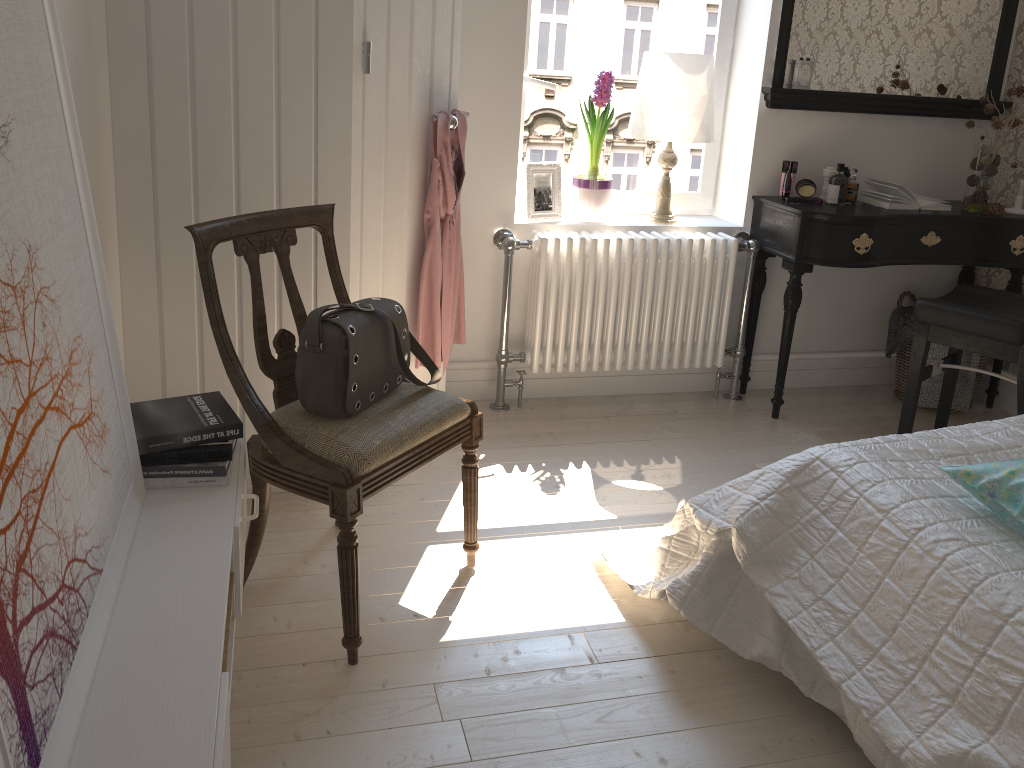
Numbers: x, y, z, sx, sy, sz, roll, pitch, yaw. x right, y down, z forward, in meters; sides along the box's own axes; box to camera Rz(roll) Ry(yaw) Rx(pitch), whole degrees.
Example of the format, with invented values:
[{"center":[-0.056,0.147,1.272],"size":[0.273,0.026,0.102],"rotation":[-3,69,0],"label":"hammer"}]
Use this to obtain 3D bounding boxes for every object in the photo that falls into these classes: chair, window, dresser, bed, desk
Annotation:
[{"center":[-0.413,0.064,2.118],"size":[0.543,0.868,0.529],"rotation":[13,19,28],"label":"chair"},{"center":[0.459,-1.538,3.411],"size":[0.949,1.738,0.113],"rotation":[-1,16,-15],"label":"window"},{"center":[-0.602,-1.009,2.620],"size":[1.025,2.518,0.719],"rotation":[-1,16,-15],"label":"dresser"},{"center":[1.518,0.470,1.706],"size":[2.211,0.616,2.008],"rotation":[-2,20,-15],"label":"bed"},{"center":[1.669,-0.121,3.025],"size":[0.461,0.840,0.465],"rotation":[-12,23,-43],"label":"chair"},{"center":[1.517,-0.304,3.550],"size":[1.105,0.802,0.447],"rotation":[-1,17,-15],"label":"desk"}]

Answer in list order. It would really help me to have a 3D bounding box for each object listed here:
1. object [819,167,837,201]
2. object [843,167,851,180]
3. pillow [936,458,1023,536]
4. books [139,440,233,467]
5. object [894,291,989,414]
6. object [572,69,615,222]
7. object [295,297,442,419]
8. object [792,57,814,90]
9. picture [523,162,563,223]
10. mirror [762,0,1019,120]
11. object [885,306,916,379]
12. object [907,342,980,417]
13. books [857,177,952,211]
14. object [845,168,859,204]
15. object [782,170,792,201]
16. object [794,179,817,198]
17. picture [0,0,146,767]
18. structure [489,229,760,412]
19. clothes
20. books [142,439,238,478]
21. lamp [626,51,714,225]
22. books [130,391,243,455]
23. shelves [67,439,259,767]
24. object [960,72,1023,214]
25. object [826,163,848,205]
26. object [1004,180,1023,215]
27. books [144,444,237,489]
[{"center":[1.252,-0.790,3.487],"size":[0.058,0.131,0.058],"rotation":[15,19,33],"label":"object"},{"center":[1.321,-0.802,3.532],"size":[0.058,0.131,0.058],"rotation":[15,19,33],"label":"object"},{"center":[1.049,0.231,1.602],"size":[0.362,0.164,0.393],"rotation":[0,20,-10],"label":"pillow"},{"center":[-0.689,0.109,1.781],"size":[0.240,0.027,0.196],"rotation":[-3,21,-17],"label":"books"},{"center":[1.792,-0.132,3.683],"size":[0.395,0.421,0.402],"rotation":[9,18,15],"label":"object"},{"center":[0.321,-0.916,3.399],"size":[0.157,0.563,0.160],"rotation":[-5,18,-29],"label":"object"},{"center":[-0.343,-0.086,2.092],"size":[0.214,0.242,0.408],"rotation":[13,21,27],"label":"object"},{"center":[1.117,-1.193,3.388],"size":[0.072,0.118,0.038],"rotation":[1,16,-10],"label":"object"},{"center":[0.120,-0.728,3.350],"size":[0.177,0.220,0.051],"rotation":[-9,20,-34],"label":"picture"},{"center":[1.522,-1.342,3.452],"size":[1.118,0.558,0.068],"rotation":[-2,16,-15],"label":"mirror"},{"center":[1.723,-0.135,3.664],"size":[0.367,0.324,0.311],"rotation":[-1,18,-14],"label":"object"},{"center":[1.775,-0.107,3.646],"size":[0.292,0.347,0.356],"rotation":[11,19,22],"label":"object"},{"center":[1.545,-0.752,3.483],"size":[0.279,0.093,0.232],"rotation":[-1,20,-13],"label":"books"},{"center":[1.322,-0.770,3.436],"size":[0.054,0.135,0.055],"rotation":[11,17,23],"label":"object"},{"center":[1.065,-0.771,3.414],"size":[0.031,0.117,0.055],"rotation":[10,17,22],"label":"object"},{"center":[1.135,-0.751,3.422],"size":[0.080,0.083,0.084],"rotation":[11,19,23],"label":"object"},{"center":[-0.632,-0.183,1.111],"size":[0.164,1.133,0.877],"rotation":[0,18,-15],"label":"picture"},{"center":[0.447,-0.247,3.420],"size":[1.068,0.665,0.170],"rotation":[-2,16,-15],"label":"structure"},{"center":[-0.218,-0.444,2.863],"size":[0.093,0.855,0.337],"rotation":[7,16,13],"label":"clothes"},{"center":[-0.699,0.132,1.788],"size":[0.258,0.022,0.218],"rotation":[0,20,-10],"label":"books"},{"center":[0.617,-0.954,3.448],"size":[0.339,0.636,0.350],"rotation":[3,16,-3],"label":"lamp"},{"center":[-0.697,0.079,1.776],"size":[0.260,0.031,0.195],"rotation":[-9,23,-31],"label":"books"},{"center":[-0.601,0.422,1.407],"size":[0.368,0.204,1.146],"rotation":[-1,21,-15],"label":"shelves"},{"center":[1.951,-0.919,3.349],"size":[0.320,0.584,0.551],"rotation":[-12,23,-42],"label":"object"},{"center":[1.254,-0.768,3.392],"size":[0.070,0.154,0.072],"rotation":[-2,17,-20],"label":"object"},{"center":[2.000,-0.737,3.476],"size":[0.105,0.128,0.107],"rotation":[10,18,19],"label":"object"},{"center":[-0.691,0.156,1.788],"size":[0.242,0.022,0.196],"rotation":[-1,21,-13],"label":"books"}]
